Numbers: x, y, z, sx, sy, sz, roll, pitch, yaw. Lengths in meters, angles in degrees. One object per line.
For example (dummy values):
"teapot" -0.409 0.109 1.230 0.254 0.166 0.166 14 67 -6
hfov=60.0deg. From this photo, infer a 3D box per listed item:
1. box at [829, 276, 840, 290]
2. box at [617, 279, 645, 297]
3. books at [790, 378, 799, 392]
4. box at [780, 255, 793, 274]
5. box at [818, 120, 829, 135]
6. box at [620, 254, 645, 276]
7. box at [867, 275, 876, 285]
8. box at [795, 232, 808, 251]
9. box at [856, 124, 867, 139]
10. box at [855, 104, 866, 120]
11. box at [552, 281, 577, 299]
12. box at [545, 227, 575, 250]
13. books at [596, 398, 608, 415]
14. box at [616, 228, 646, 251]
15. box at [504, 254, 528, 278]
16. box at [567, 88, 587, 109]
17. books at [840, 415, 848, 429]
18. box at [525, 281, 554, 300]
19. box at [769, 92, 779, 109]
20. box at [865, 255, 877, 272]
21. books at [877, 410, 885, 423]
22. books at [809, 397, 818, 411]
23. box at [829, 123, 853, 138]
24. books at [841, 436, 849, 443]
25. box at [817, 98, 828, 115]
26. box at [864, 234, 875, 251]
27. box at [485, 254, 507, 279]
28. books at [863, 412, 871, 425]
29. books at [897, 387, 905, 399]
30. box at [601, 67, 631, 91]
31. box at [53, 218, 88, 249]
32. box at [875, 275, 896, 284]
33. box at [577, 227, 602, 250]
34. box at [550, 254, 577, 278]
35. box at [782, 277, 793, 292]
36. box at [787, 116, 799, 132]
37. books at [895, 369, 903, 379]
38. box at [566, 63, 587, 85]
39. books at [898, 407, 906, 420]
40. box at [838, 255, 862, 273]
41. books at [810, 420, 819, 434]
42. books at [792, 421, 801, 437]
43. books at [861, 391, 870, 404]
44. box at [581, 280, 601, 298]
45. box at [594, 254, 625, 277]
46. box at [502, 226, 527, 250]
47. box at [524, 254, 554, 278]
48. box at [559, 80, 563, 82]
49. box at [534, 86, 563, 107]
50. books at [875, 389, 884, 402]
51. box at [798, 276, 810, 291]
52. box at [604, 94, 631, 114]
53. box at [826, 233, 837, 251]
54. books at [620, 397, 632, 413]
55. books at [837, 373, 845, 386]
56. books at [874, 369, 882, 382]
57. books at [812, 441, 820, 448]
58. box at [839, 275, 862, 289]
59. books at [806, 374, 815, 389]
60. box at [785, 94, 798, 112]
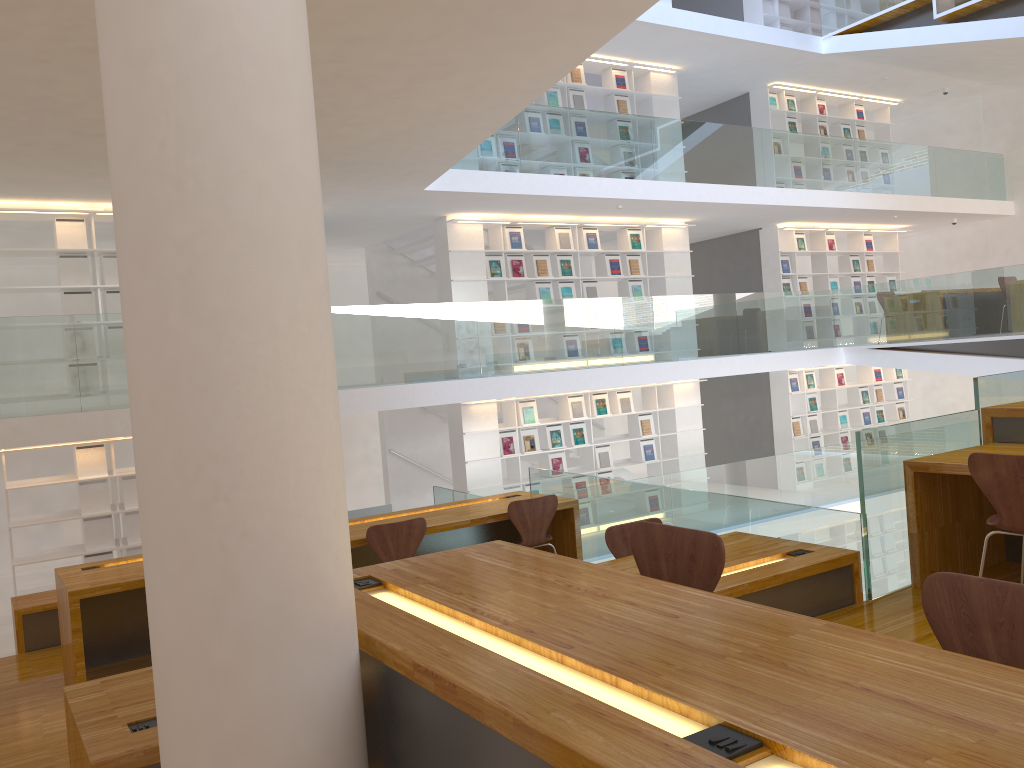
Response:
"box" 4.885 -1.504 13.641 0.245 0.296 0.274 -5 1 -32
"box" 1.557 -1.198 11.493 0.245 0.296 0.274 -5 1 -32
"books" 4.148 0.019 13.019 0.145 0.210 0.037 -5 1 -32
"box" 3.945 -1.748 13.064 0.245 0.296 0.274 -5 1 -32
"box" 4.687 -3.870 13.580 0.245 0.296 0.274 -5 1 -32
"box" 1.531 -1.526 11.485 0.245 0.296 0.274 -5 1 -32
"box" 5.638 -1.572 14.111 0.245 0.296 0.274 -5 1 -32
"box" 4.242 -2.104 13.258 0.245 0.296 0.274 -5 1 -32
"box" 5.463 -3.941 14.064 0.245 0.296 0.274 -5 1 -32
"box" 5.437 -4.268 14.057 0.245 0.296 0.274 -5 1 -32
"box" 0.632 -1.114 10.916 0.245 0.296 0.274 -5 1 -32
"box" 0.591 -1.770 10.908 0.245 0.296 0.274 -5 1 -32
"books" 1.117 0.290 11.055 0.145 0.210 0.037 -5 1 -32
"box" 1.547 -1.857 11.503 0.245 0.296 0.274 -5 1 -32
"box" 0.009 -1.387 10.551 0.245 0.296 0.274 -5 1 -32
"box" 0.772 -3.511 11.066 0.245 0.296 0.274 -5 1 -32
"books" 5.087 0.584 13.591 0.145 0.210 0.037 -5 1 -32
"box" 0.346 -1.088 10.737 0.245 0.296 0.274 -5 1 -32
"box" 3.748 -4.114 13.004 0.245 0.296 0.274 -5 1 -32
"box" 5.621 -1.901 14.109 0.245 0.296 0.274 -5 1 -32
"books" 5.845 0.521 14.060 0.145 0.210 0.037 -5 1 -32
"books" 4.495 0.310 13.227 0.145 0.210 0.037 -5 1 -32
"box" 5.162 -3.913 13.877 0.245 0.296 0.274 -5 1 -32
"books" 5.112 0.911 13.598 0.145 0.210 0.037 -5 1 -32
"box" 4.659 -4.198 13.569 0.245 0.296 0.274 -5 1 -32
"box" 5.596 -2.228 14.102 0.245 0.296 0.274 -5 1 -32
"box" -0.241 -1.365 10.380 0.245 0.296 0.274 -5 1 -32
"books" 5.561 0.547 13.883 0.145 0.210 0.037 -5 1 -32
"books" 6.287 0.160 14.344 0.145 0.210 0.037 -5 1 -32
"box" 1.341 -3.893 11.429 0.245 0.296 0.274 -5 1 -32
"box" -4.031 -1.350 8.099 0.245 0.296 0.274 -5 1 -32
"box" 6.091 -1.615 14.393 0.245 0.296 0.274 -5 1 -32
"box" 0.945 -1.803 11.128 0.245 0.296 0.274 -5 1 -32
"box" 0.611 -1.442 10.911 0.245 0.296 0.274 -5 1 -32
"box" 3.976 -1.421 13.075 0.245 0.296 0.274 -5 1 -32
"box" 4.110 -3.819 13.221 0.245 0.296 0.274 -5 1 -32
"books" 6.260 -0.176 14.339 0.145 0.210 0.037 -5 1 -32
"box" 0.749 -3.839 11.060 0.245 0.296 0.274 -5 1 -32
"books" 6.315 0.483 14.353 0.145 0.210 0.037 -5 1 -32
"box" 5.315 -1.872 13.918 0.245 0.296 0.274 -5 1 -32
"books" 4.508 0.641 13.226 0.145 0.210 0.037 -5 1 -32
"books" 4.182 0.661 13.027 0.145 0.210 0.037 -5 1 -32
"books" 5.534 0.212 13.878 0.145 0.210 0.037 -5 1 -32
"box" 0.945 -1.142 11.111 0.245 0.296 0.274 -5 1 -32
"box" 1.243 -1.502 11.305 0.245 0.296 0.274 -5 1 -32
"box" -0.009 -1.716 10.533 0.245 0.296 0.274 -5 1 -32
"box" 0.319 -1.415 10.729 0.245 0.296 0.274 -5 1 -32
"box" 0.433 -3.810 10.863 0.245 0.296 0.274 -5 1 -32
"box" 0.453 -3.482 10.867 0.245 0.296 0.274 -5 1 -32
"books" 5.830 0.185 14.063 0.145 0.210 0.037 -5 1 -32
"box" 4.294 -1.450 13.273 0.245 0.296 0.274 -5 1 -32
"box" 1.373 -3.566 11.440 0.245 0.296 0.274 -5 1 -32
"box" 4.817 -2.158 13.613 0.245 0.296 0.274 -5 1 -32
"books" 1.448 0.280 11.260 0.145 0.210 0.037 -5 1 -32
"books" 5.037 -0.059 13.577 0.145 0.210 0.037 -5 1 -32
"books" 5.806 -0.129 14.056 0.145 0.210 0.037 -5 1 -32
"books" 4.553 0.958 13.246 0.145 0.210 0.037 -5 1 -32
"box" 5.340 -1.545 13.925 0.245 0.296 0.274 -5 1 -32
"books" 4.446 -0.042 13.209 0.145 0.210 0.037 -5 1 -32
"box" 4.084 -4.144 13.213 0.245 0.296 0.274 -5 1 -32
